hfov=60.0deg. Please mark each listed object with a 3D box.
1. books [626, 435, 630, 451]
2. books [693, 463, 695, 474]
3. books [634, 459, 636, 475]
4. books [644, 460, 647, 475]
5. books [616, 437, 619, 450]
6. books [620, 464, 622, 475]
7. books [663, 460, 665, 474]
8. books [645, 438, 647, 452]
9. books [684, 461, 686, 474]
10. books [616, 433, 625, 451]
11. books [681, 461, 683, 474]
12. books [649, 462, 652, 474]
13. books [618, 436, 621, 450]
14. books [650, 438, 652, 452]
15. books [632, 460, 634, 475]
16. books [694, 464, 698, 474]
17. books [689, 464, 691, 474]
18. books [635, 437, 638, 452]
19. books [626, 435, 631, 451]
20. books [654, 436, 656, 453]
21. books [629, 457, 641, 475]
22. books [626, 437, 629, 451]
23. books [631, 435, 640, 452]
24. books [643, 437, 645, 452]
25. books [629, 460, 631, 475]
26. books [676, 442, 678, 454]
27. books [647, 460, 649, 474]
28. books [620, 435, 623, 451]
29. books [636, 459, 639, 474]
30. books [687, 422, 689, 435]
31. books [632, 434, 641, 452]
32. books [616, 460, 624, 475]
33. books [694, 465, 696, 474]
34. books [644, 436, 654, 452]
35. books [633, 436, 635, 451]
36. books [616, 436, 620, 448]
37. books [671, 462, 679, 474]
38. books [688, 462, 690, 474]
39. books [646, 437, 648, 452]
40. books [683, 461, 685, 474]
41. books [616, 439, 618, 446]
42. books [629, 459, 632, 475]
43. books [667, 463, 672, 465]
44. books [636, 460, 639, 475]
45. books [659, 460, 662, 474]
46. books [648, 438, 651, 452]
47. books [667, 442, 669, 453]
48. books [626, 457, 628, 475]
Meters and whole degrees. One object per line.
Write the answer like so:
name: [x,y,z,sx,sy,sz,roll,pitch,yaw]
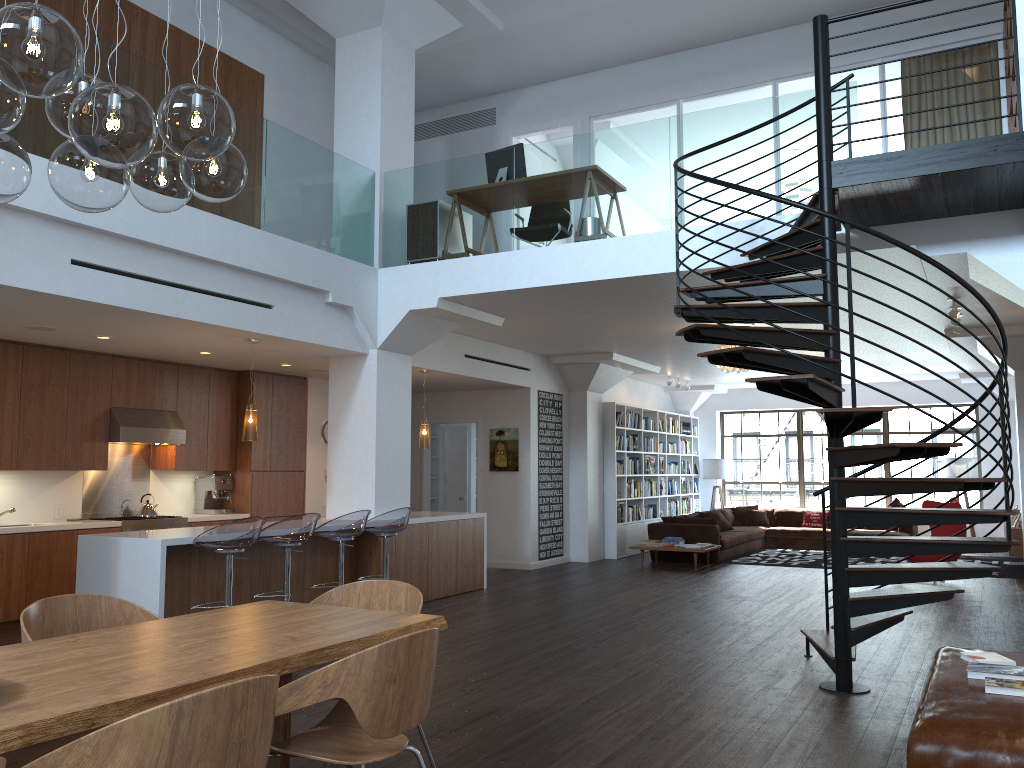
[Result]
books: [1.819,0.964,14.390,0.183,0.253,0.042,-3,-6,28]
books: [3.508,1.664,17.455,0.161,0.218,0.101,-3,-6,28]
books: [1.951,1.362,14.572,0.182,0.253,0.034,-3,-6,28]
books: [2.192,1.412,15.018,0.174,0.240,0.054,-3,-6,28]
books: [1.595,0.939,13.950,0.161,0.218,0.101,-3,-6,28]
books: [1.678,1.352,14.027,0.120,0.167,0.020,-3,-6,28]
books: [2.653,1.494,15.892,0.160,0.251,0.036,-3,-6,28]
books: [2.191,1.036,15.050,0.174,0.239,0.045,-3,-6,28]
books: [3.230,1.601,16.955,0.171,0.246,0.039,-3,-6,28]
books: [1.710,0.922,14.143,0.176,0.290,0.053,-3,-6,28]
books: [3.148,1.588,16.789,0.174,0.240,0.054,-3,-6,28]
books: [2.303,1.450,15.221,0.161,0.207,0.135,-3,-6,28]
books: [1.630,0.935,14.002,0.172,0.235,0.112,-3,-6,28]
books: [2.326,1.059,15.314,0.170,0.245,0.057,-3,-6,28]
books: [1.910,1.367,14.513,0.167,0.230,0.037,-3,-6,28]
books: [3.582,1.680,17.590,0.182,0.215,0.188,-3,-6,28]
books: [3.385,1.648,17.224,0.161,0.207,0.135,-3,-6,28]
books: [1.991,1.001,14.695,0.174,0.240,0.054,-3,-6,28]
books: [1.855,0.969,14.469,0.180,0.259,0.042,-3,-6,28]
books: [2.410,1.056,15.485,0.197,0.283,0.065,-3,-6,28]
books: [2.058,1.364,14.783,0.176,0.294,0.102,-3,-6,28]
books: [1.776,0.966,14.311,0.174,0.236,0.142,-3,-6,29]
books: [2.029,0.990,14.806,0.198,0.284,0.049,-3,-6,28]
books: [2.160,1.023,14.984,0.182,0.253,0.034,-3,-6,28]
books: [1.832,1.347,14.354,0.174,0.239,0.045,-3,-6,28]
books: [3.023,1.197,16.615,0.158,0.226,0.052,-3,-6,28]
books: [2.236,1.416,15.122,0.183,0.253,0.042,-3,-6,28]
books: [1.665,0.939,14.077,0.174,0.242,0.105,-3,-6,28]
books: [2.012,1.374,14.697,0.182,0.253,0.034,-3,-6,28]
books: [3.336,0.870,17.234,0.183,0.253,0.042,-3,-6,28]
books: [2.068,0.990,14.844,0.176,0.291,0.053,-3,-6,28]
books: [1.709,1.328,14.110,0.140,0.231,0.042,-3,-6,28]
books: [3.531,1.675,17.515,0.167,0.210,0.162,-3,-6,28]
books: [2.385,1.048,15.430,0.176,0.290,0.053,-3,-6,28]
books: [1.929,0.985,14.602,0.183,0.253,0.042,-3,-6,28]
books: [1.612,0.935,13.975,0.152,0.232,0.104,-3,-6,28]
books: [3.039,1.571,16.573,0.140,0.231,0.042,-3,-6,28]
books: [3.351,1.629,17.179,0.174,0.236,0.142,-3,-6,28]
books: [2.237,1.038,15.139,0.182,0.253,0.034,-3,-6,28]
books: [3.192,1.591,16.893,0.183,0.253,0.042,-3,-6,28]
books: [1.562,0.950,13.877,0.161,0.182,0.170,-3,-6,28]
books: [1.853,1.349,14.400,0.170,0.245,0.057,-3,-6,28]
books: [2.863,1.551,16.249,0.140,0.206,0.042,-3,-6,28]
books: [1.999,1.377,14.658,0.174,0.239,0.045,-3,-6,28]
books: [2.561,1.474,15.703,0.174,0.251,0.051,-3,-6,28]
books: [2.305,1.053,15.279,0.159,0.250,0.026,-3,-6,28]
books: [2.775,1.161,16.126,0.146,0.202,0.027,-3,-6,28]
books: [1.758,1.314,14.240,0.197,0.283,0.065,-3,-6,28]
